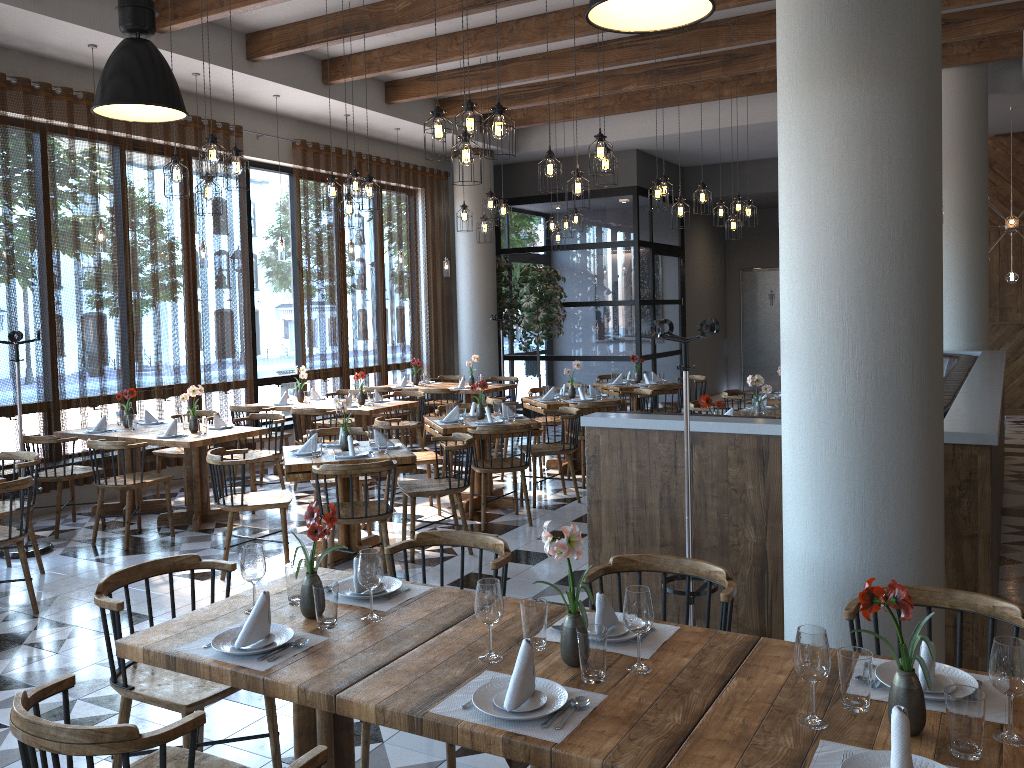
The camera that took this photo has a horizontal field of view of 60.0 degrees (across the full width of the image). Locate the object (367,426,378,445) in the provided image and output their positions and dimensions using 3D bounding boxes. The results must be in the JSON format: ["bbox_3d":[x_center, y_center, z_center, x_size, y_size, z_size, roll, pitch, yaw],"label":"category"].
[{"bbox_3d":[-1.013,0.374,6.468,0.080,0.132,0.080,-2,3,-5],"label":"object"}]

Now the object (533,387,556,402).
[{"bbox_3d":[0.383,0.098,9.301,0.272,0.137,0.352,-3,5,-15],"label":"object"}]

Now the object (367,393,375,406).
[{"bbox_3d":[-1.453,0.160,9.157,0.080,0.132,0.080,-1,3,14],"label":"object"}]

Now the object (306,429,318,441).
[{"bbox_3d":[-1.431,0.395,6.350,0.080,0.132,0.080,-1,3,5],"label":"object"}]

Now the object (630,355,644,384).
[{"bbox_3d":[1.556,-0.187,11.045,0.156,0.354,0.171,-2,3,-13],"label":"object"}]

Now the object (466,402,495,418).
[{"bbox_3d":[-0.349,0.225,8.010,0.352,0.137,0.273,-3,4,-15],"label":"object"}]

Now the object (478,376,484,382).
[{"bbox_3d":[-0.388,-0.026,11.045,0.080,0.132,0.080,-1,3,14],"label":"object"}]

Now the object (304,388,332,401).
[{"bbox_3d":[-2.207,0.108,9.984,0.352,0.137,0.272,1,5,30],"label":"object"}]

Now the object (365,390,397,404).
[{"bbox_3d":[-1.433,0.124,9.547,0.352,0.137,0.272,1,5,30],"label":"object"}]

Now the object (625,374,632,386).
[{"bbox_3d":[1.412,-0.047,10.740,0.080,0.132,0.080,1,4,44],"label":"object"}]

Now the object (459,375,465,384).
[{"bbox_3d":[-0.645,-0.049,11.396,0.080,0.132,0.080,-1,3,14],"label":"object"}]

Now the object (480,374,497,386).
[{"bbox_3d":[-0.371,-0.061,11.427,0.352,0.137,0.272,1,5,30],"label":"object"}]

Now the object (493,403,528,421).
[{"bbox_3d":[-0.018,0.232,7.827,0.272,0.137,0.352,-3,5,-15],"label":"object"}]

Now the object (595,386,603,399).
[{"bbox_3d":[0.908,0.093,9.231,0.080,0.132,0.080,1,4,44],"label":"object"}]

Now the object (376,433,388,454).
[{"bbox_3d":[-0.885,0.406,6.056,0.080,0.132,0.080,-2,3,-5],"label":"object"}]

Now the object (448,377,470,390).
[{"bbox_3d":[-0.628,-0.015,10.961,0.352,0.137,0.272,1,5,30],"label":"object"}]

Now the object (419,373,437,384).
[{"bbox_3d":[-1.145,-0.078,11.864,0.352,0.137,0.272,1,5,30],"label":"object"}]

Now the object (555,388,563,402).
[{"bbox_3d":[0.487,0.115,9.102,0.080,0.132,0.080,1,4,44],"label":"object"}]

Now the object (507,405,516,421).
[{"bbox_3d":[-0.005,0.252,7.615,0.080,0.132,0.080,1,4,34],"label":"object"}]

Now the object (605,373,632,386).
[{"bbox_3d":[1.305,-0.063,10.941,0.272,0.137,0.352,-3,5,-15],"label":"object"}]

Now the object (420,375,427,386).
[{"bbox_3d":[-1.144,-0.042,11.472,0.080,0.132,0.080,1,4,44],"label":"object"}]

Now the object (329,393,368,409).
[{"bbox_3d":[-1.690,0.170,9.080,0.352,0.137,0.272,1,5,30],"label":"object"}]

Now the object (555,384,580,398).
[{"bbox_3d":[0.563,0.066,9.632,0.352,0.137,0.273,-3,4,-15],"label":"object"}]

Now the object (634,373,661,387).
[{"bbox_3d":[1.637,-0.056,10.757,0.352,0.137,0.273,-3,4,-15],"label":"object"}]

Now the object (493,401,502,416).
[{"bbox_3d":[-0.133,0.221,8.026,0.080,0.132,0.080,1,4,34],"label":"object"}]

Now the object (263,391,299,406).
[{"bbox_3d":[-2.463,0.153,9.517,0.352,0.137,0.272,1,5,30],"label":"object"}]

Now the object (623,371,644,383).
[{"bbox_3d":[1.485,-0.096,11.272,0.352,0.137,0.273,-3,4,-15],"label":"object"}]

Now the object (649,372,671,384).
[{"bbox_3d":[1.817,-0.089,11.089,0.272,0.137,0.352,-3,5,-15],"label":"object"}]

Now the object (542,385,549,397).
[{"bbox_3d":[0.362,0.082,9.525,0.080,0.132,0.080,1,4,44],"label":"object"}]

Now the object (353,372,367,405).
[{"bbox_3d":[-1.596,0.043,9.266,0.156,0.354,0.171,-1,3,8],"label":"object"}]

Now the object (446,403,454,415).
[{"bbox_3d":[-0.551,0.242,7.908,0.080,0.132,0.080,1,4,34],"label":"object"}]

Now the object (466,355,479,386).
[{"bbox_3d":[-0.491,-0.170,11.192,0.146,0.399,0.207,0,3,22],"label":"object"}]

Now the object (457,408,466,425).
[{"bbox_3d":[-0.426,0.274,7.485,0.080,0.132,0.080,1,4,44],"label":"object"}]

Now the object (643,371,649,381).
[{"bbox_3d":[1.705,-0.100,11.281,0.080,0.132,0.080,-4,4,-35],"label":"object"}]

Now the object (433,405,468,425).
[{"bbox_3d":[-0.529,0.258,7.678,0.272,0.137,0.352,-3,5,-15],"label":"object"}]

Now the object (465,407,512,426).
[{"bbox_3d":[-0.198,0.265,7.495,0.352,0.137,0.273,-3,4,-15],"label":"object"}]

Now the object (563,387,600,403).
[{"bbox_3d":[0.715,0.105,9.117,0.352,0.137,0.273,-3,4,-15],"label":"object"}]

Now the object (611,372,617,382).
[{"bbox_3d":[1.286,-0.079,11.163,0.080,0.132,0.080,-1,3,5],"label":"object"}]

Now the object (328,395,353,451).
[{"bbox_3d":[-1.184,0.270,6.168,0.146,0.399,0.207,-4,4,-41],"label":"object"}]

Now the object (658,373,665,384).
[{"bbox_3d":[1.832,-0.068,10.869,0.080,0.132,0.080,-4,4,-35],"label":"object"}]

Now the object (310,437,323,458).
[{"bbox_3d":[-1.306,0.427,5.926,0.080,0.132,0.080,-1,3,5],"label":"object"}]

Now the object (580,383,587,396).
[{"bbox_3d":[0.780,0.062,9.643,0.080,0.132,0.080,1,4,44],"label":"object"}]

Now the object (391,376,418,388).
[{"bbox_3d":[-1.402,-0.032,11.398,0.352,0.137,0.272,1,5,30],"label":"object"}]

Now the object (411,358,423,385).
[{"bbox_3d":[-1.252,-0.166,11.653,0.156,0.354,0.171,-1,3,6],"label":"object"}]

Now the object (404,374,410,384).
[{"bbox_3d":[-1.401,-0.065,11.823,0.080,0.132,0.080,1,4,44],"label":"object"}]

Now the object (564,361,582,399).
[{"bbox_3d":[0.647,-0.044,9.350,0.146,0.399,0.207,1,4,41],"label":"object"}]

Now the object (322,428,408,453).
[{"bbox_3d":[-1.082,0.385,6.335,0.582,0.137,0.578,-3,5,-16],"label":"object"}]

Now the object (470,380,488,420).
[{"bbox_3d":[-0.282,0.140,7.711,0.156,0.354,0.171,-2,3,-5],"label":"object"}]

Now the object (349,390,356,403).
[{"bbox_3d":[-1.711,0.137,9.508,0.080,0.132,0.080,-1,3,14],"label":"object"}]

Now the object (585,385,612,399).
[{"bbox_3d":[0.895,0.073,9.449,0.272,0.137,0.352,-3,5,-15],"label":"object"}]
